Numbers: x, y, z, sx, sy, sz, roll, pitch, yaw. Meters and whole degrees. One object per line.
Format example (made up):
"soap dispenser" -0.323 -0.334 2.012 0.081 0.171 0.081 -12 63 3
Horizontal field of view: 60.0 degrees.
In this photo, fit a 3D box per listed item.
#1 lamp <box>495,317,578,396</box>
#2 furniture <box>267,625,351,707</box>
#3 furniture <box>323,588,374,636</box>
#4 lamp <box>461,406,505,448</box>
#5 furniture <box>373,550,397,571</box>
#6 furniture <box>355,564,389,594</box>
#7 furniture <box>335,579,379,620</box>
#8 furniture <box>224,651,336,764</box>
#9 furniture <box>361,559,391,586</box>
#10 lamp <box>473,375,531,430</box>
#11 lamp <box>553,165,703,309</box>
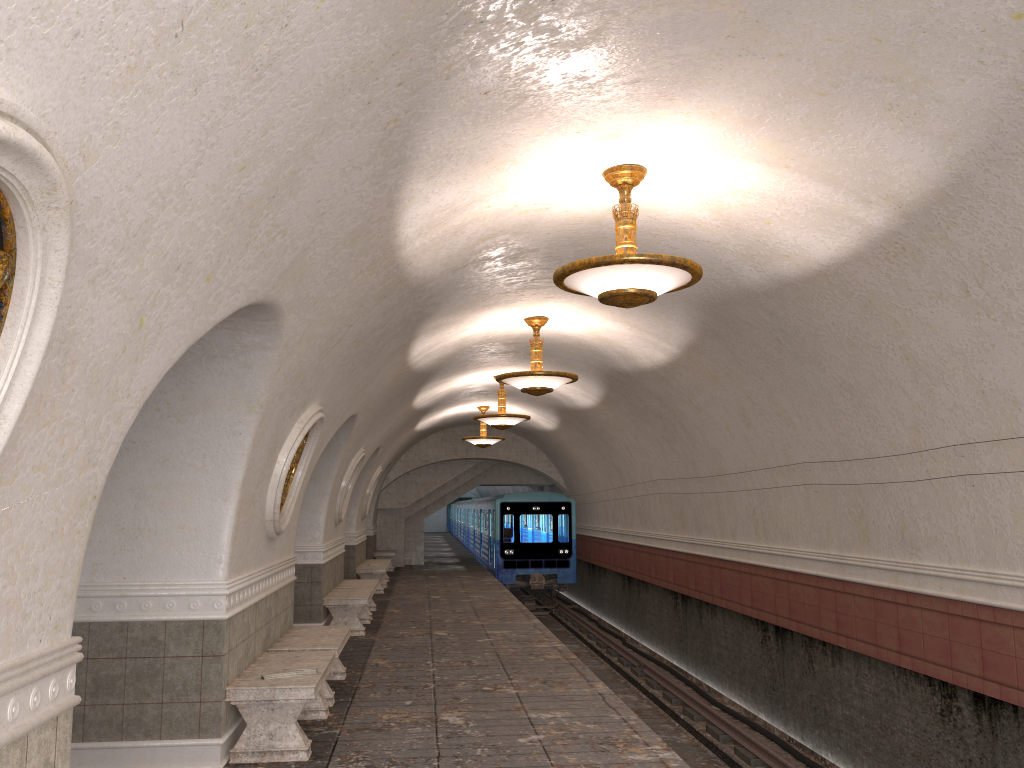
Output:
"lamp" 0.301 -0.323 10.819 1.008 0.955 1.008 -2 -8 10
"furniture" -1.907 2.671 8.475 0.613 0.508 1.509 0 -8 -6
"furniture" -2.337 3.265 12.752 0.613 0.508 1.509 0 -8 -6
"lamp" -0.656 0.999 20.338 1.008 0.955 1.008 -7 -10 40
"furniture" -3.552 4.943 24.841 0.613 0.508 1.509 0 -8 -6
"furniture" -2.928 4.081 18.629 0.613 0.508 1.509 0 -8 -6
"furniture" -2.504 3.495 14.410 0.613 0.508 1.509 0 -8 -6
"furniture" -1.740 2.441 6.818 0.613 0.508 1.509 0 -8 -6
"furniture" -3.094 4.311 20.286 0.613 0.508 1.509 0 -8 -6
"lamp" -0.177 0.338 15.578 1.008 0.955 1.008 -2 -8 10
"lamp" 0.780 -0.984 6.059 1.008 0.955 1.008 3 -8 -21
